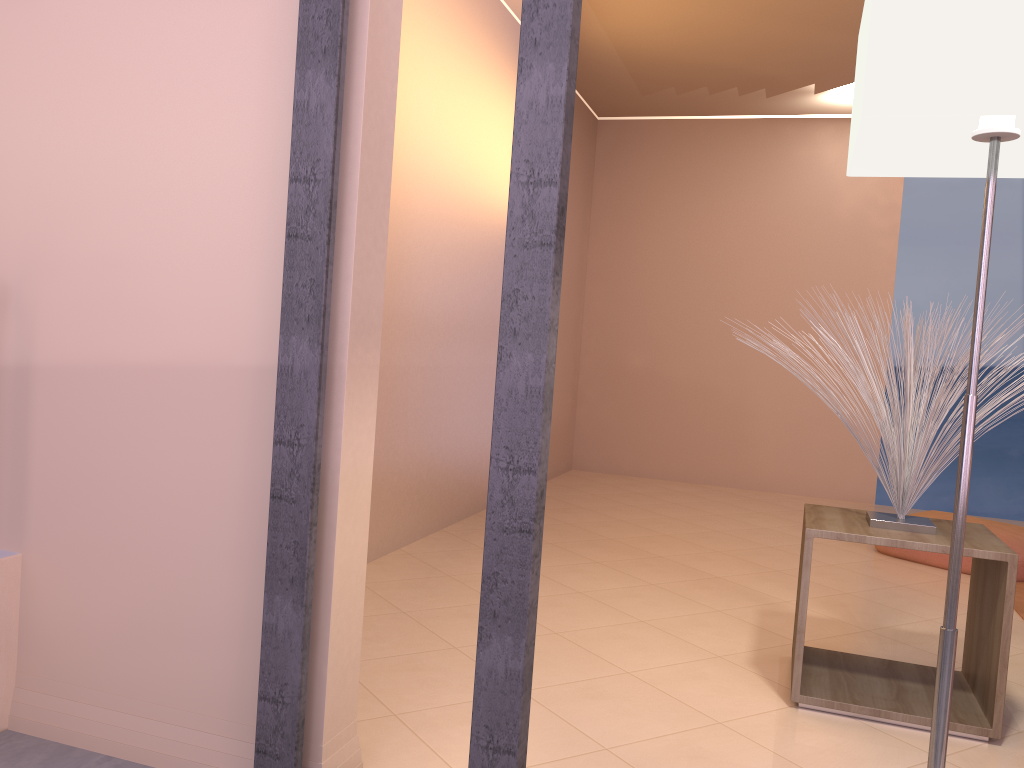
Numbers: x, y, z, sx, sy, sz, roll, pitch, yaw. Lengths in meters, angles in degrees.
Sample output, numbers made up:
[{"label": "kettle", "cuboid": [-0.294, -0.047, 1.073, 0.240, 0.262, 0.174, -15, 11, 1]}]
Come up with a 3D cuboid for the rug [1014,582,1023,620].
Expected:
[{"label": "rug", "cuboid": [3.202, 0.941, 3.159, 2.626, 0.005, 1.833, 5, 3, 18]}]

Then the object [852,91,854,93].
[{"label": "object", "cuboid": [2.022, -1.711, 5.189, 0.058, 0.004, 0.058, 4, 3, -10]}]

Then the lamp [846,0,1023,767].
[{"label": "lamp", "cuboid": [0.790, 0.044, 1.531, 0.454, 1.578, 0.454, 5, 3, 18]}]

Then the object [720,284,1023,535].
[{"label": "object", "cuboid": [1.004, 0.056, 2.216, 0.700, 0.634, 0.703, 3, 3, -26]}]

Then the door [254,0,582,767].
[{"label": "door", "cuboid": [-0.147, -0.302, 1.466, 0.480, 2.160, 0.056, 5, 3, 18]}]

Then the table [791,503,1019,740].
[{"label": "table", "cuboid": [0.994, 0.587, 2.320, 0.469, 0.436, 0.415, 5, 3, 18]}]

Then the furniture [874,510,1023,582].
[{"label": "furniture", "cuboid": [2.121, 0.741, 4.142, 0.659, 0.226, 0.699, 2, 3, -42]}]
